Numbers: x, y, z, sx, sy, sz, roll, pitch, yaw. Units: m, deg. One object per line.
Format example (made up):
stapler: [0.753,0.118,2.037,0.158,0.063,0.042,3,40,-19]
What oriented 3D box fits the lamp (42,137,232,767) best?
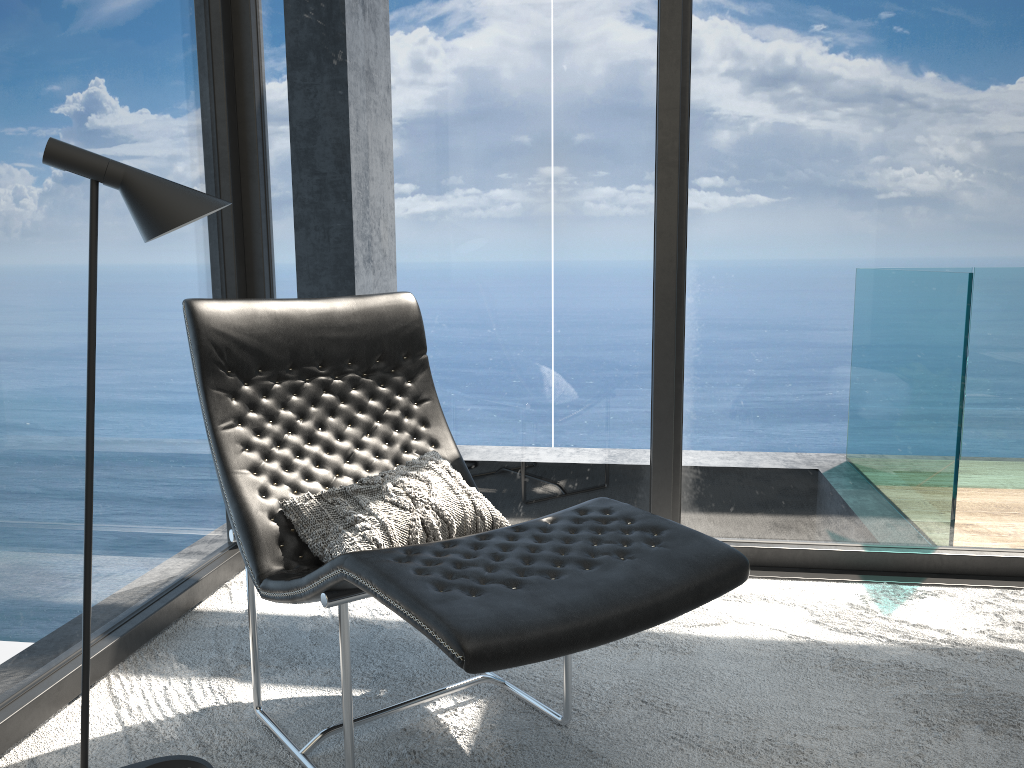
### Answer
lamp: [-0.714,0.196,1.728,0.384,1.305,0.201,-5,10,-28]

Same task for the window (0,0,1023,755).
window: [3.548,-0.673,0.872,9.722,3.195,3.584,1,9,8]

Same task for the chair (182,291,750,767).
chair: [-0.188,0.319,1.950,0.638,0.999,1.278,-7,11,-36]

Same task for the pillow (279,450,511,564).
pillow: [-0.265,0.300,2.056,0.441,0.199,0.312,-7,11,-40]
